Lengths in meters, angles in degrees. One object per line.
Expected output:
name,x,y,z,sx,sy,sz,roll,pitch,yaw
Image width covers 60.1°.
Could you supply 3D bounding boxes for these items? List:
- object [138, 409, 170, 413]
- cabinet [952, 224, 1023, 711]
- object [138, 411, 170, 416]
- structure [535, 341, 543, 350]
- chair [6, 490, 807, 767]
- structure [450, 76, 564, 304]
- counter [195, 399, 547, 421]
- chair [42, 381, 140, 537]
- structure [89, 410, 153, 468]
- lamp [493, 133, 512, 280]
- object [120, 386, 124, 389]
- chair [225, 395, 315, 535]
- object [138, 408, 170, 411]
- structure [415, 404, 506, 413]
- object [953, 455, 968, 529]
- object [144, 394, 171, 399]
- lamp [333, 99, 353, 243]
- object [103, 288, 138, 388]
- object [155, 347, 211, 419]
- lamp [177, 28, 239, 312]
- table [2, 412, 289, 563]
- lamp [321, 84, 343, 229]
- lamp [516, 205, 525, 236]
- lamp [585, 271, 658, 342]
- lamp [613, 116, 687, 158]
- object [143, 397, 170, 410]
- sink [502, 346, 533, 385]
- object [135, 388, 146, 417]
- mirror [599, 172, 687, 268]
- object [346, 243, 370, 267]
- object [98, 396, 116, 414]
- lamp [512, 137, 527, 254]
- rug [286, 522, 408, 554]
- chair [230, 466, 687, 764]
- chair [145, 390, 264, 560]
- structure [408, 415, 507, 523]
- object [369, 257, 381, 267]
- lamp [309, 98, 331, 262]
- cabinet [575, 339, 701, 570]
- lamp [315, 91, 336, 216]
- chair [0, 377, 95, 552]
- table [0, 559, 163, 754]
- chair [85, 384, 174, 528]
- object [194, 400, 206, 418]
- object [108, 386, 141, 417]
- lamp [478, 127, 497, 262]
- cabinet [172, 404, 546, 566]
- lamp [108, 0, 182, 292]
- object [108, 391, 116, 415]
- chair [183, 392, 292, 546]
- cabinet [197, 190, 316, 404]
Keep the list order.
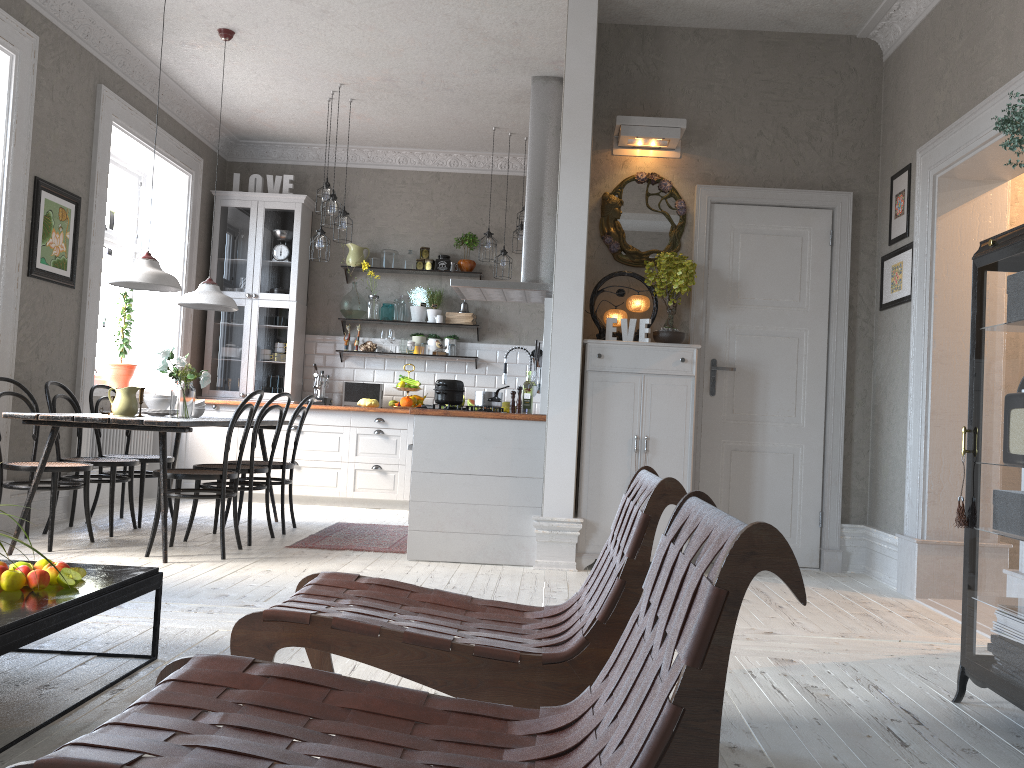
object,-2.251,0.181,5.630,0.242,0.027,0.233,4,-3,-31
cabinet,1.577,0.275,2.539,0.348,1.471,0.618,3,-2,2
object,-2.251,0.190,5.629,0.234,0.027,0.240,2,-2,19
structure,0.248,-0.302,7.305,0.094,0.053,1.086,3,-2,3
chair,-0.135,0.519,1.331,1.016,0.721,0.507,3,-2,1
structure,-0.013,-1.439,6.489,0.712,1.596,0.712,3,-2,1
counter,-1.303,0.181,6.680,3.160,0.039,3.392,3,-2,2
chair,-2.594,0.453,5.465,0.550,0.921,0.437,3,-2,-1
structure,-3.092,0.422,6.877,0.149,0.428,1.222,3,-2,1
lamp,-0.038,-1.780,7.697,0.149,1.735,0.144,4,-3,-27
object,-2.241,0.097,5.093,0.061,0.172,0.063,2,-2,23
chair,-1.626,0.518,5.907,0.550,0.921,0.437,3,-2,-1
object,-2.250,0.173,5.630,0.233,0.027,0.241,2,-2,24
structure,-0.294,0.148,5.380,0.496,0.031,0.606,3,-2,2
object,1.417,0.339,2.793,0.041,0.234,0.044,5,-3,-42
object,-2.248,0.117,5.632,0.180,0.094,0.178,3,-2,-8
lamp,-1.300,-1.994,7.056,0.148,1.735,0.145,3,-2,-12
object,-3.149,-0.368,7.157,0.255,0.813,0.264,2,-3,29
object,-1.923,-0.005,5.182,0.312,0.414,0.251,3,-2,0
lamp,-1.954,-1.426,5.868,0.377,1.859,0.382,3,-2,9
table,-2.117,0.569,5.437,0.904,0.735,1.921,3,-2,2
lamp,-1.324,-2.057,6.744,0.150,1.735,0.143,5,-3,-42
lamp,0.156,-2.154,7.647,0.149,1.735,0.144,4,-3,-27
lamp,0.658,-0.393,5.263,0.447,0.558,0.173,3,-2,8
lamp,0.828,-1.492,5.355,0.416,0.171,0.219,3,-2,1
object,-2.249,0.137,5.631,0.180,0.094,0.178,3,-2,-8
sink,-0.118,0.090,6.028,0.528,0.720,0.486,3,-2,1
object,-2.119,0.105,5.057,0.058,0.167,0.060,2,-2,15
mirror,0.804,-1.010,5.417,0.532,0.593,0.071,3,-2,0
object,-1.452,-1.193,8.280,0.189,0.216,0.175,2,-2,15
object,-2.435,0.129,5.405,0.141,0.112,0.138,4,-2,-16
lamp,0.116,-2.021,7.812,0.143,1.735,0.150,1,-3,43
rug,-0.945,1.001,5.834,0.735,0.014,1.290,3,-2,2
chair,-0.096,0.554,2.187,1.016,0.721,0.507,3,-2,1
chair,-1.686,0.477,4.889,0.550,0.921,0.437,3,-2,-1
structure,-0.287,0.513,5.361,0.618,0.623,0.622,3,-2,2
object,-1.292,-1.130,8.334,0.103,0.111,0.103,3,-2,1
lamp,-1.483,-1.844,7.054,0.149,1.735,0.144,4,-3,-32
cabinet,0.708,0.416,5.134,0.666,1.297,0.384,3,-2,1
lamp,-1.406,-2.186,6.909,0.148,1.735,0.145,3,-2,-12
chair,-2.616,0.431,4.910,0.546,0.921,0.440,3,-2,9
table,-1.584,0.693,2.197,0.849,0.303,1.311,3,-2,2
chair,-2.554,0.474,5.951,0.544,0.921,0.442,2,-2,14
object,-2.030,0.156,5.673,0.123,0.119,0.129,2,-2,17
object,-2.178,0.097,4.975,0.153,0.170,0.133,5,-3,-37
lamp,-0.166,-1.914,7.569,0.144,1.735,0.149,1,-3,33
cabinet,-0.866,0.619,6.808,2.030,0.854,4.106,5,-3,-42
lamp,-1.995,-1.462,4.975,0.371,1.859,0.387,1,-3,39
object,-2.298,0.097,5.166,0.097,0.172,0.095,4,-2,-17
chair,-1.666,0.498,5.423,0.546,0.921,0.440,3,-2,9
cabinet,-2.338,-0.768,8.181,0.879,1.921,0.388,3,-2,1
